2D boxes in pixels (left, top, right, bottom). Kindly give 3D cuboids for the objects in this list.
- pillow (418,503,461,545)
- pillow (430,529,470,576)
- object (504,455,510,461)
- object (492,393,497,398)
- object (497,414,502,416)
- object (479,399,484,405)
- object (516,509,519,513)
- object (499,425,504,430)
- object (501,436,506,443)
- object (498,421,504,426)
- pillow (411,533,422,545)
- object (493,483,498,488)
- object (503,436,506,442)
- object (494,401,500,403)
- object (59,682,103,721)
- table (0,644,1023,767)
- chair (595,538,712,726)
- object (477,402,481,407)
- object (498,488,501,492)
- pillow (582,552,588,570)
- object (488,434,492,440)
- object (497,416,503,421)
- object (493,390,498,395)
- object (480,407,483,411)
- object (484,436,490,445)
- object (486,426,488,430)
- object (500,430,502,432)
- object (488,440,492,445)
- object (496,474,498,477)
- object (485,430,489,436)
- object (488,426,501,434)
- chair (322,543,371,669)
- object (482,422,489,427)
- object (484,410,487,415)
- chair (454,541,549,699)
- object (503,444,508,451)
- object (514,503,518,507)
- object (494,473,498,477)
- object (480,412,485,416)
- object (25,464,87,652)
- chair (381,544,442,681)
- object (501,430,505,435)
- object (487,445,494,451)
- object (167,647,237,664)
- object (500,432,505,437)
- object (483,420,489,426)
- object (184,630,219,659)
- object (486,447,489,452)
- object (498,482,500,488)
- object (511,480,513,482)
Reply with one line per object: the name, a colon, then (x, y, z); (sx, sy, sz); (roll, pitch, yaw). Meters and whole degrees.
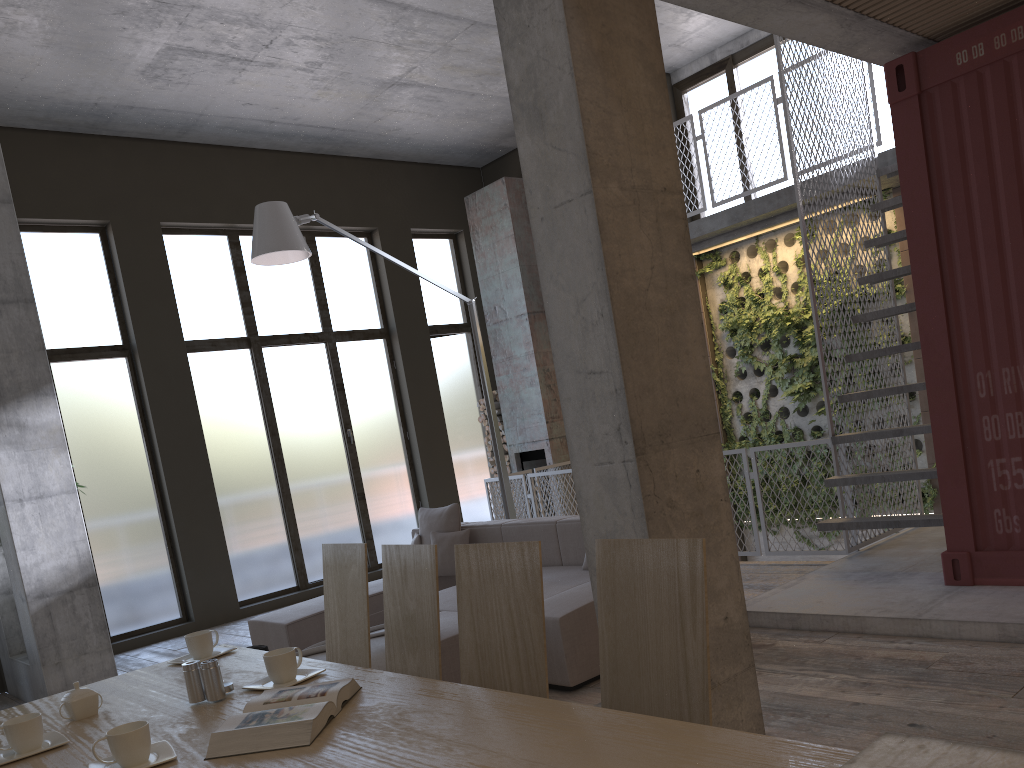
pillow: (-0.606, 1.284, 7.284); (0.217, 0.562, 0.569); (-13, 3, -39)
pillow: (-0.497, 1.355, 7.031); (0.380, 0.376, 0.166); (-9, 4, 22)
object: (0.101, 0.957, 11.707); (0.472, 0.084, 0.094); (-7, -1, -42)
object: (-0.162, 0.150, 11.737); (0.354, 0.074, 0.066); (-7, -1, -43)
object: (-0.131, 0.409, 11.779); (0.429, 0.080, 0.116); (-7, -2, -42)
object: (-0.241, 0.224, 11.853); (0.448, 0.091, 0.091); (-7, -1, -43)
object: (0.240, 1.671, 11.779); (0.431, 0.093, 0.092); (-7, -1, -42)
object: (-0.002, 0.571, 11.708); (0.419, 0.086, 0.067); (-7, 0, -43)
object: (0.020, 0.724, 11.758); (0.448, 0.090, 0.091); (-7, -1, -42)
object: (-0.045, 0.512, 11.721); (0.358, 0.068, 0.123); (-8, -2, -40)
pillow: (-0.799, 1.460, 7.499); (0.150, 0.379, 0.368); (-10, 1, -9)
object: (-0.104, 1.363, 11.996); (0.360, 0.109, 0.089); (-8, 0, -42)
object: (0.073, 0.703, 11.688); (0.431, 0.093, 0.092); (-7, -1, -42)
object: (-0.171, 0.271, 11.716); (0.357, 0.084, 0.105); (-8, -1, -42)
object: (-1.266, 0.927, 2.569); (0.090, 0.113, 0.120); (-8, 2, 40)
table: (0.295, 1.054, 1.097); (0.996, 0.928, 5.245); (-11, -2, -41)
chair: (0.130, 0.986, 1.872); (0.711, 1.205, 0.351); (-12, 5, -36)
object: (-0.301, 0.251, 11.883); (0.417, 0.069, 0.068); (-7, -1, -42)
object: (-0.035, 1.424, 11.990); (0.416, 0.068, 0.068); (-7, -1, -42)
pillow: (0.631, 1.088, 5.900); (0.183, 0.362, 0.374); (-13, 3, -42)
object: (-0.128, 0.687, 11.893); (0.431, 0.094, 0.093); (-7, -1, -42)
object: (-0.034, 0.443, 11.729); (0.417, 0.072, 0.068); (-7, -1, -42)
object: (-0.109, 0.100, 11.704); (0.327, 0.056, 0.088); (-7, -2, -42)
object: (-0.264, 0.316, 11.902); (0.358, 0.069, 0.123); (-8, -2, -40)
object: (-0.221, 0.758, 11.952); (0.358, 0.126, 0.064); (-8, 1, -43)
object: (-0.215, 0.593, 11.918); (0.288, 0.104, 0.102); (-8, 0, -40)
object: (-0.060, 0.657, 11.850); (0.357, 0.087, 0.102); (-8, -1, -42)
object: (-0.148, 0.772, 11.929); (0.416, 0.068, 0.068); (-7, -1, -42)
object: (-0.072, 1.245, 11.880); (0.290, 0.108, 0.099); (-8, 0, -40)
object: (-0.257, 0.647, 11.854); (0.247, 0.073, 0.045); (-8, 1, -42)
object: (-0.185, 0.592, 11.818); (0.290, 0.108, 0.099); (-8, 0, -40)
chair: (-0.797, 1.216, 3.078); (0.711, 1.205, 0.351); (-12, 5, -37)
object: (-0.226, 0.516, 11.880); (0.416, 0.068, 0.068); (-7, -1, -42)
object: (-0.156, 0.359, 11.775); (0.472, 0.084, 0.094); (-7, -1, -42)
chair: (-0.196, 1.065, 2.260); (0.710, 1.205, 0.351); (-13, 5, -44)
object: (0.044, 0.831, 11.683); (0.360, 0.109, 0.089); (-8, 0, -42)
object: (0.199, 1.582, 11.784); (0.416, 0.073, 0.072); (-7, -1, -42)
object: (-0.103, 1.245, 11.979); (0.288, 0.104, 0.102); (-8, 0, -40)
object: (-0.252, 0.387, 11.891); (0.419, 0.087, 0.067); (-7, 0, -43)
object: (-4.004, 1.295, 7.098); (1.006, 1.880, 0.953); (-9, 4, 15)
chair: (-0.514, 1.143, 2.654); (0.711, 1.205, 0.351); (-12, 5, -36)
object: (0.033, 0.620, 11.694); (0.416, 0.073, 0.072); (-7, -1, -42)
object: (-0.120, 0.835, 11.851); (0.472, 0.084, 0.094); (-7, -1, -42)
object: (-1.110, 0.978, 3.147); (0.187, 0.014, 0.182); (-12, -4, 35)
object: (0.000, 0.655, 11.767); (0.429, 0.080, 0.116); (-7, -2, -42)
object: (-0.180, 0.494, 11.821); (0.472, 0.084, 0.094); (-7, -1, -42)
object: (-1.117, 0.937, 3.156); (0.093, 0.089, 0.116); (-10, 0, 2)
object: (-0.166, 0.856, 11.911); (0.416, 0.068, 0.068); (-7, -1, -42)
object: (-0.015, 1.340, 11.954); (0.431, 0.094, 0.093); (-7, -1, -42)
object: (0.152, 1.246, 11.730); (0.419, 0.086, 0.067); (-7, 0, -43)
